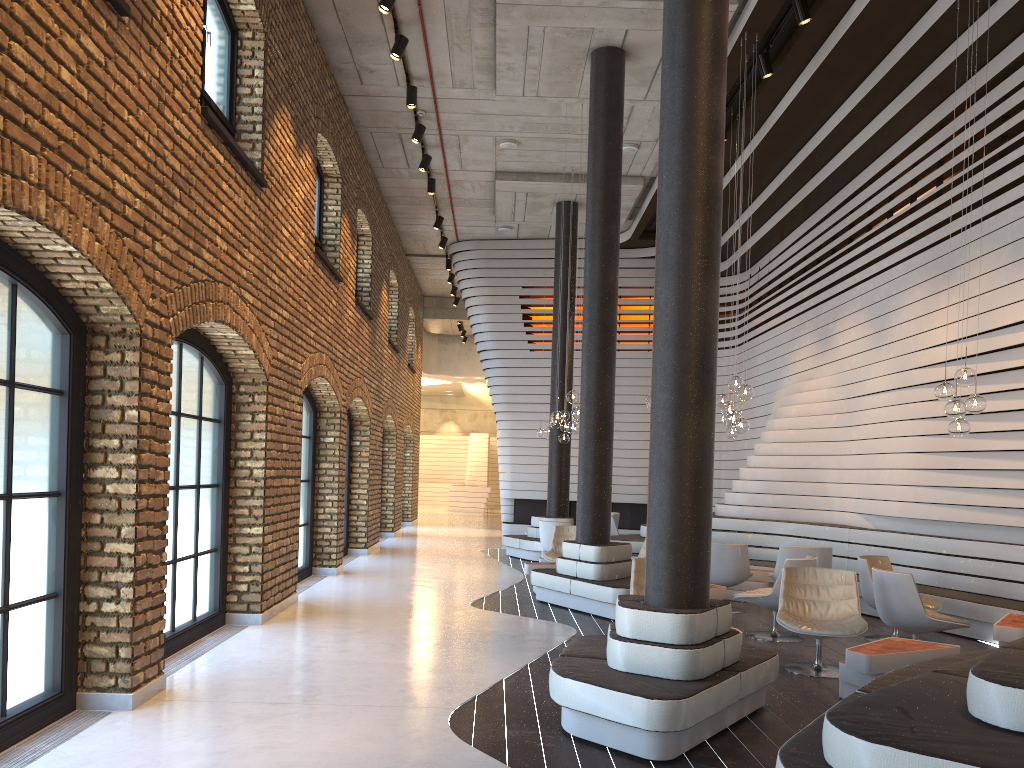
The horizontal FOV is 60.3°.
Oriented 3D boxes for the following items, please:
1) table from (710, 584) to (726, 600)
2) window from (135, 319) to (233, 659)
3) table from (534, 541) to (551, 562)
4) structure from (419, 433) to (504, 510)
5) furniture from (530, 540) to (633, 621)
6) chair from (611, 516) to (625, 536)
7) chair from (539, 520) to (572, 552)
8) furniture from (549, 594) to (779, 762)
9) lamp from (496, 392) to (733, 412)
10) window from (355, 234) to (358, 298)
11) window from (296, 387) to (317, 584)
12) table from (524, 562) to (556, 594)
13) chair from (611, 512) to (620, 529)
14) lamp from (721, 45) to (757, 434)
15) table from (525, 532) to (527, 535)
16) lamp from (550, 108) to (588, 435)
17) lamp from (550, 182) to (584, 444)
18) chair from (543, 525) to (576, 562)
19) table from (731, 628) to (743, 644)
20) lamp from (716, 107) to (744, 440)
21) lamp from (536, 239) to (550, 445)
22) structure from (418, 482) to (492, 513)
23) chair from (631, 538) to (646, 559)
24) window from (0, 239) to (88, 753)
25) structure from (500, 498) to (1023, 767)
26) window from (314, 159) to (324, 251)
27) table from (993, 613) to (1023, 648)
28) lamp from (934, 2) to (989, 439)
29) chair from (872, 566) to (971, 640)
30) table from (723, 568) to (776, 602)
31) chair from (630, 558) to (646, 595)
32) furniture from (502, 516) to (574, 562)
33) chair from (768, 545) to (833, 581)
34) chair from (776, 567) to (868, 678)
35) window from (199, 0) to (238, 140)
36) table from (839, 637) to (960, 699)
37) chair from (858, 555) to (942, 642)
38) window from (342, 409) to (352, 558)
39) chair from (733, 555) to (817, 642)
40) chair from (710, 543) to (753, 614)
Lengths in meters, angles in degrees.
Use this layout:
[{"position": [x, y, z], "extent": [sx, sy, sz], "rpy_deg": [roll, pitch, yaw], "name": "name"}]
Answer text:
[{"position": [1.826, 2.207, 8.767], "extent": [0.415, 0.370, 0.904], "rpy_deg": [0, -5, 36], "name": "table"}, {"position": [-2.591, 0.801, 6.799], "extent": [0.130, 2.533, 2.362], "rpy_deg": [2, -2, -1], "name": "window"}, {"position": [0.778, 2.674, 13.785], "extent": [0.906, 0.370, 0.414], "rpy_deg": [1, -3, 7], "name": "table"}, {"position": [-2.236, 3.553, 36.098], "extent": [4.531, 2.862, 5.839], "rpy_deg": [2, -4, -1], "name": "structure"}, {"position": [1.141, 2.101, 9.669], "extent": [1.271, 0.721, 1.783], "rpy_deg": [4, -5, -30], "name": "furniture"}, {"position": [1.901, 2.645, 15.141], "extent": [0.711, 0.766, 0.658], "rpy_deg": [2, -2, 4], "name": "chair"}, {"position": [0.732, 2.397, 13.006], "extent": [0.660, 0.766, 0.709], "rpy_deg": [0, -3, 37], "name": "chair"}, {"position": [0.783, 1.667, 5.407], "extent": [1.281, 0.721, 1.769], "rpy_deg": [-1, -6, 35], "name": "furniture"}, {"position": [2.780, -2.440, 1.214], "extent": [9.030, 4.605, 42.091], "rpy_deg": [2, -6, -1], "name": "lamp"}, {"position": [-2.523, -1.866, 13.412], "extent": [0.126, 1.449, 1.576], "rpy_deg": [2, -3, -1], "name": "window"}, {"position": [-2.667, 1.176, 10.594], "extent": [0.130, 2.533, 2.362], "rpy_deg": [2, -2, -1], "name": "window"}, {"position": [0.583, 2.362, 10.712], "extent": [0.904, 0.370, 0.415], "rpy_deg": [2, -3, -8], "name": "table"}, {"position": [1.623, 2.748, 16.265], "extent": [0.710, 0.766, 0.658], "rpy_deg": [2, -2, 2], "name": "chair"}, {"position": [2.376, -1.851, 9.109], "extent": [0.310, 4.740, 0.661], "rpy_deg": [2, 0, 8], "name": "lamp"}, {"position": [0.632, 2.910, 16.205], "extent": [0.903, 0.370, 0.416], "rpy_deg": [4, -3, -23], "name": "table"}, {"position": [0.809, -1.701, 11.010], "extent": [0.543, 4.673, 0.294], "rpy_deg": [2, 1, -15], "name": "lamp"}, {"position": [0.908, -1.384, 13.603], "extent": [0.542, 4.627, 0.276], "rpy_deg": [1, 1, -39], "name": "lamp"}, {"position": [0.766, 2.249, 11.506], "extent": [0.658, 0.766, 0.711], "rpy_deg": [1, -2, 17], "name": "chair"}, {"position": [1.187, 1.959, 6.467], "extent": [0.906, 0.370, 0.415], "rpy_deg": [2, -3, 2], "name": "table"}, {"position": [2.764, -1.642, 11.003], "extent": [0.293, 4.673, 0.544], "rpy_deg": [2, 0, -6], "name": "lamp"}, {"position": [0.742, -1.159, 16.485], "extent": [0.542, 4.627, 0.276], "rpy_deg": [1, 1, -42], "name": "lamp"}, {"position": [-2.017, 4.318, 33.818], "extent": [2.544, 0.896, 7.544], "rpy_deg": [4, -6, -23], "name": "structure"}, {"position": [1.488, 2.194, 10.729], "extent": [0.710, 0.766, 0.658], "rpy_deg": [2, -2, 2], "name": "chair"}, {"position": [-2.535, 0.520, 3.954], "extent": [0.130, 2.533, 2.362], "rpy_deg": [2, -2, -1], "name": "window"}, {"position": [3.312, 2.182, 10.856], "extent": [5.768, 0.926, 18.295], "rpy_deg": [2, -6, -4], "name": "structure"}, {"position": [-2.466, -2.148, 10.565], "extent": [0.126, 1.449, 1.576], "rpy_deg": [2, -3, -1], "name": "window"}, {"position": [4.220, 2.123, 7.191], "extent": [0.415, 0.370, 0.904], "rpy_deg": [0, -5, 36], "name": "table"}, {"position": [3.827, -1.888, 7.459], "extent": [0.529, 4.713, 0.334], "rpy_deg": [1, 1, -39], "name": "lamp"}, {"position": [3.307, 1.897, 7.190], "extent": [0.710, 0.766, 0.658], "rpy_deg": [2, -2, -1], "name": "chair"}, {"position": [2.754, 2.421, 10.644], "extent": [0.910, 0.370, 0.413], "rpy_deg": [-1, -4, 32], "name": "table"}, {"position": [1.286, 1.842, 7.250], "extent": [0.656, 0.766, 0.712], "rpy_deg": [2, -2, 0], "name": "chair"}, {"position": [0.487, 2.613, 15.016], "extent": [1.273, 0.721, 1.780], "rpy_deg": [2, -5, -5], "name": "furniture"}, {"position": [3.186, 2.146, 9.733], "extent": [0.657, 0.766, 0.712], "rpy_deg": [1, -2, 7], "name": "chair"}, {"position": [2.380, 1.831, 6.811], "extent": [0.658, 0.766, 0.711], "rpy_deg": [1, -2, 15], "name": "chair"}, {"position": [-2.391, -2.523, 6.770], "extent": [0.126, 1.449, 1.576], "rpy_deg": [2, -3, -1], "name": "window"}, {"position": [2.556, 1.950, 5.966], "extent": [0.903, 0.370, 0.416], "rpy_deg": [4, -4, -28], "name": "table"}, {"position": [3.578, 2.004, 8.178], "extent": [0.714, 0.766, 0.655], "rpy_deg": [-1, -3, 43], "name": "chair"}, {"position": [-5.139, 1.866, 18.291], "extent": [2.179, 2.525, 12.945], "rpy_deg": [3, -5, -31], "name": "window"}, {"position": [2.451, 1.974, 8.222], "extent": [0.714, 0.766, 0.655], "rpy_deg": [0, -3, 39], "name": "chair"}, {"position": [2.337, 2.128, 9.811], "extent": [0.658, 0.766, 0.710], "rpy_deg": [1, -2, 19], "name": "chair"}]
